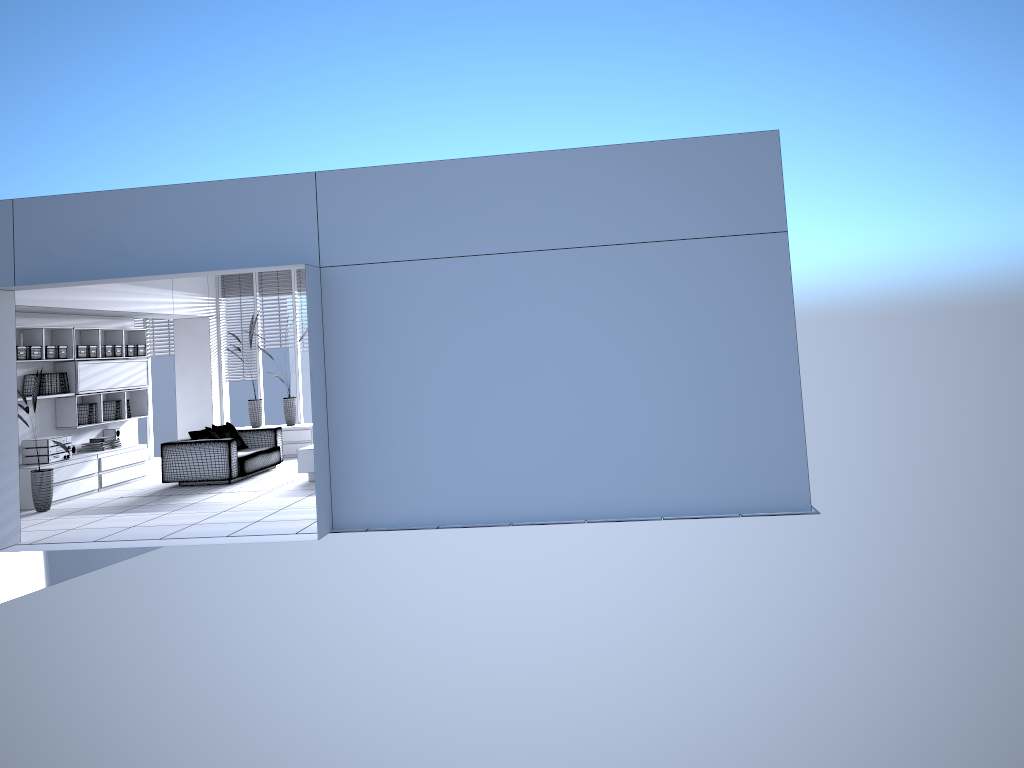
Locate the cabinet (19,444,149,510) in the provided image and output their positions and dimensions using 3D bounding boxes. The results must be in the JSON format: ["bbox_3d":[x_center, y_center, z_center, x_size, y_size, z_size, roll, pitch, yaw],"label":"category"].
[{"bbox_3d":[-5.330,1.106,10.827,0.573,0.451,2.267,-4,2,7],"label":"cabinet"}]

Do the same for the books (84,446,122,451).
[{"bbox_3d":[-5.321,0.839,11.469,0.285,0.008,0.415,-3,2,8],"label":"books"}]

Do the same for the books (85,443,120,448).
[{"bbox_3d":[-5.328,0.800,11.432,0.285,0.008,0.415,-3,2,8],"label":"books"}]

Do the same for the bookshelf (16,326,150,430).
[{"bbox_3d":[-5.513,-0.084,11.204,0.327,1.256,2.814,-4,1,7],"label":"bookshelf"}]

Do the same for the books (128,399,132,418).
[{"bbox_3d":[-5.377,0.345,12.186,0.207,0.261,0.074,-4,-3,7],"label":"books"}]

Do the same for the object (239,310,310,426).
[{"bbox_3d":[-3.525,-0.280,13.488,1.550,1.875,0.688,-4,-3,2],"label":"object"}]

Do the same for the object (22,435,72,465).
[{"bbox_3d":[-5.403,0.764,10.266,0.347,0.271,0.429,-4,1,7],"label":"object"}]

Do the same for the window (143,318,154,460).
[{"bbox_3d":[-6.240,-0.288,14.374,0.688,3.146,0.099,-4,-4,7],"label":"window"}]

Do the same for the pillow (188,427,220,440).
[{"bbox_3d":[-3.828,0.752,11.147,0.340,0.391,0.566,-4,0,5],"label":"pillow"}]

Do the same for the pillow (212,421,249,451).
[{"bbox_3d":[-3.757,0.701,11.724,0.300,0.400,0.565,-4,0,5],"label":"pillow"}]

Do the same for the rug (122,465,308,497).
[{"bbox_3d":[-3.497,1.198,11.156,1.796,0.001,2.230,-3,2,7],"label":"rug"}]

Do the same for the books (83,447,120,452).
[{"bbox_3d":[-5.321,0.848,11.462,0.285,0.008,0.415,-3,2,8],"label":"books"}]

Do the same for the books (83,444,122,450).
[{"bbox_3d":[-5.320,0.819,11.464,0.285,0.008,0.415,-3,2,8],"label":"books"}]

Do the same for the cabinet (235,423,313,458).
[{"bbox_3d":[-3.752,0.891,13.606,1.674,0.452,0.596,-3,0,7],"label":"cabinet"}]

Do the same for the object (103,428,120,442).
[{"bbox_3d":[-5.414,0.723,11.932,0.176,0.233,0.119,-4,-3,7],"label":"object"}]

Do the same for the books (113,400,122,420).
[{"bbox_3d":[-5.400,0.354,11.955,0.207,0.260,0.050,-4,-4,7],"label":"books"}]

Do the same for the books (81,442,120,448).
[{"bbox_3d":[-5.328,0.791,11.439,0.285,0.008,0.415,-3,2,8],"label":"books"}]

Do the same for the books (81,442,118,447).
[{"bbox_3d":[-5.338,0.782,11.423,0.285,0.008,0.415,-3,2,8],"label":"books"}]

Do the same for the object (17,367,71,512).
[{"bbox_3d":[-5.178,0.568,9.590,1.169,1.594,0.250,-5,-4,39],"label":"object"}]

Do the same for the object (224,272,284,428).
[{"bbox_3d":[-4.041,-0.827,13.914,1.420,3.004,0.494,-6,-4,36],"label":"object"}]

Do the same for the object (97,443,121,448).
[{"bbox_3d":[-5.330,0.801,11.455,0.285,0.008,0.415,-3,2,8],"label":"object"}]

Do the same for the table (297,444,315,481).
[{"bbox_3d":[-2.143,0.927,10.992,0.649,0.390,1.199,-4,2,7],"label":"table"}]

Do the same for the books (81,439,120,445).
[{"bbox_3d":[-5.337,0.753,11.425,0.285,0.008,0.415,-3,2,8],"label":"books"}]

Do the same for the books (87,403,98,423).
[{"bbox_3d":[-5.469,0.381,11.406,0.207,0.260,0.050,-4,-4,7],"label":"books"}]

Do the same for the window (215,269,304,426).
[{"bbox_3d":[-1.965,-0.538,13.823,5.497,3.146,0.099,-4,-4,7],"label":"window"}]

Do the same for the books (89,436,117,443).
[{"bbox_3d":[-5.305,0.720,11.432,0.207,0.050,0.258,-3,2,12],"label":"books"}]

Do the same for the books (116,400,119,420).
[{"bbox_3d":[-5.405,0.357,11.888,0.207,0.261,0.074,-4,-3,6],"label":"books"}]

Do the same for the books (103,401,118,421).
[{"bbox_3d":[-5.409,0.359,11.856,0.207,0.261,0.074,-4,-3,7],"label":"books"}]

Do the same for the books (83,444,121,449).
[{"bbox_3d":[-5.320,0.810,11.471,0.285,0.008,0.415,-3,2,8],"label":"books"}]

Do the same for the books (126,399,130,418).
[{"bbox_3d":[-5.381,0.347,12.155,0.207,0.261,0.074,-4,-3,8],"label":"books"}]

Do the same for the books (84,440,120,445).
[{"bbox_3d":[-5.327,0.762,11.441,0.285,0.008,0.415,-3,2,8],"label":"books"}]

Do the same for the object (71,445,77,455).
[{"bbox_3d":[-5.544,0.831,10.866,0.176,0.119,0.328,-4,2,7],"label":"object"}]

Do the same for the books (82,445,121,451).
[{"bbox_3d":[-5.331,0.830,11.453,0.285,0.008,0.415,-3,2,8],"label":"books"}]
